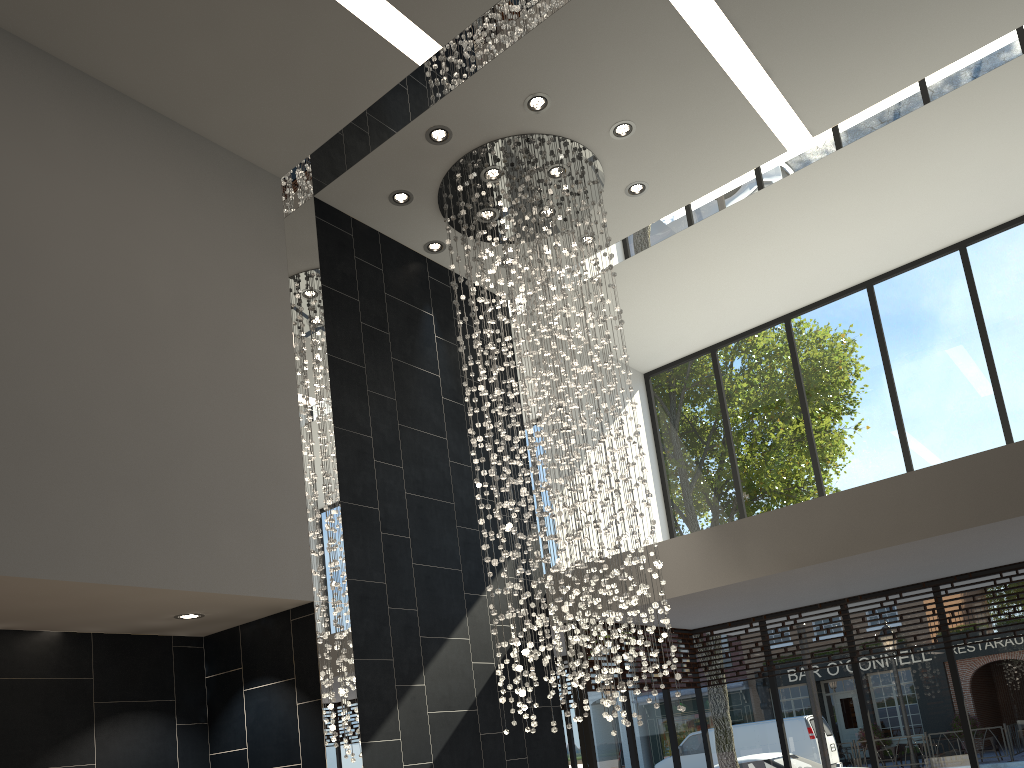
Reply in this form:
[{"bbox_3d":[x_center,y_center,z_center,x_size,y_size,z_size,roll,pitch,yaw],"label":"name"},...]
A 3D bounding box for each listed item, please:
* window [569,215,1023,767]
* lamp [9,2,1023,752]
[{"bbox_3d":[3.611,1.256,7.063,6.381,5.659,2.403,-21,-19,36],"label":"window"},{"bbox_3d":[-7.267,-42.471,8.301,400.171,107.383,425.486,4,-25,-26],"label":"lamp"}]
